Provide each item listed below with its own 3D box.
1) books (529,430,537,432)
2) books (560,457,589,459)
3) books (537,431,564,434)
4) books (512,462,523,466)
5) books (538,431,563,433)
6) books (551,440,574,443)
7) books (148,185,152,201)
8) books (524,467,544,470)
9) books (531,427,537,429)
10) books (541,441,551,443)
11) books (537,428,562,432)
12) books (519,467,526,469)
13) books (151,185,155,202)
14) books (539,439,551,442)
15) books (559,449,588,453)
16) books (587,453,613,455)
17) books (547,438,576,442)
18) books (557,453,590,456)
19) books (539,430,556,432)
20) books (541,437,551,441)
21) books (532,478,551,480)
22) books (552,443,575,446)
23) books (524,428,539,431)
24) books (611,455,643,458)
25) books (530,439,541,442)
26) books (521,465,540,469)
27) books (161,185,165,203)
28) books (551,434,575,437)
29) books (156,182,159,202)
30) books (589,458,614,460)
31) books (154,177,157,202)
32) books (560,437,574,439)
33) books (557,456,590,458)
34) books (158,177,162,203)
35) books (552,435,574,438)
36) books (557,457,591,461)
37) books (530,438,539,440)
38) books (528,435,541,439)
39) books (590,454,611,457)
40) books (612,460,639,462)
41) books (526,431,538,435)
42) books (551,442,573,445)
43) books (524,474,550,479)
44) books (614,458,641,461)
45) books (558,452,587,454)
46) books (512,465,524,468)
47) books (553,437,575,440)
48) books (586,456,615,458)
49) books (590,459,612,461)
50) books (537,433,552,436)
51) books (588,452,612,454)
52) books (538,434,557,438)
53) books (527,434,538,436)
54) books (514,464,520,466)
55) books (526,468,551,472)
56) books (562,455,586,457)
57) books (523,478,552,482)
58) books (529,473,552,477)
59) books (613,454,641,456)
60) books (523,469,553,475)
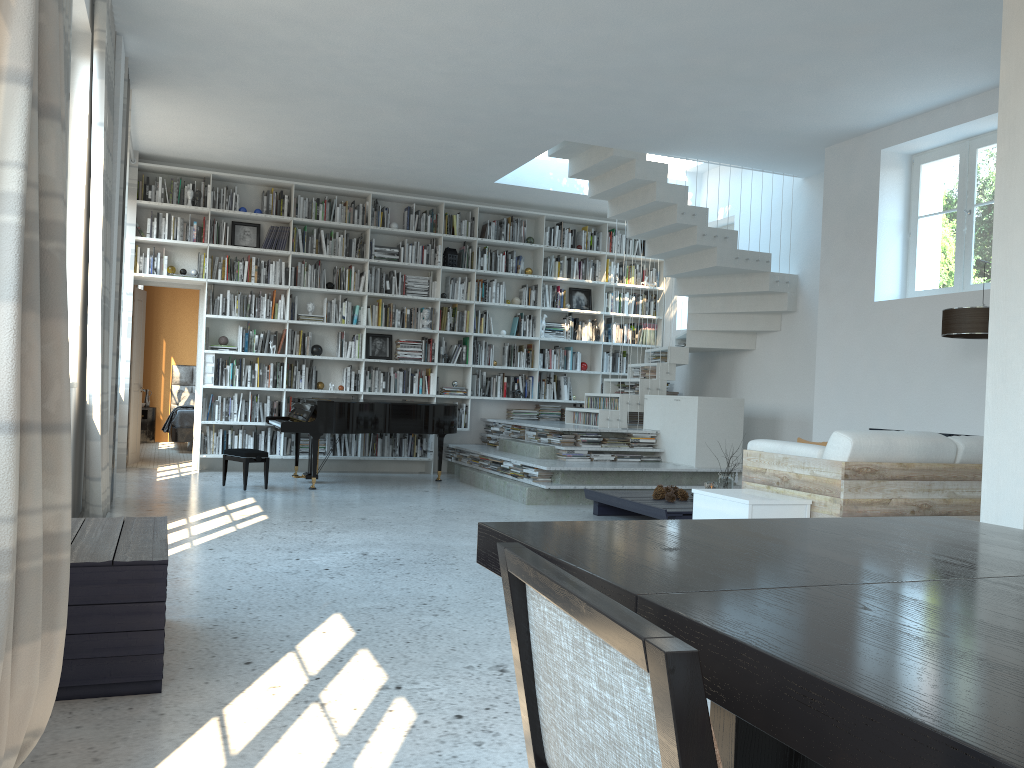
[{"bbox_3d":[0.288,0.494,9.317,0.145,0.017,0.208,3,-1,-26],"label":"books"},{"bbox_3d":[0.588,0.711,8.579,0.264,0.006,0.164,3,-1,-20],"label":"books"},{"bbox_3d":[0.390,0.499,9.029,0.168,0.013,0.281,3,-1,-24],"label":"books"},{"bbox_3d":[0.122,0.746,8.310,0.182,0.016,0.256,3,-1,-18],"label":"books"},{"bbox_3d":[0.391,0.489,9.029,0.171,0.007,0.260,3,-1,-23],"label":"books"},{"bbox_3d":[0.500,0.571,8.776,0.152,0.015,0.208,3,-1,-24],"label":"books"},{"bbox_3d":[-3.736,-1.942,9.155,0.028,0.186,0.182,2,0,-21],"label":"books"},{"bbox_3d":[0.233,0.762,8.027,0.176,0.010,0.266,3,-1,-25],"label":"books"},{"bbox_3d":[0.295,0.465,9.319,0.134,0.014,0.181,3,-1,-16],"label":"books"},{"bbox_3d":[0.396,0.591,9.033,0.142,0.020,0.230,3,-1,-16],"label":"books"},{"bbox_3d":[0.379,0.466,9.024,0.189,0.022,0.237,3,-1,-16],"label":"books"},{"bbox_3d":[0.142,0.783,8.319,0.133,0.009,0.210,3,-1,-17],"label":"books"},{"bbox_3d":[-3.718,-1.946,9.189,0.031,0.195,0.145,2,0,-21],"label":"books"},{"bbox_3d":[0.392,0.578,9.031,0.154,0.007,0.292,3,-1,-18],"label":"books"},{"bbox_3d":[0.592,0.649,8.575,0.234,0.025,0.157,3,-1,-26],"label":"books"},{"bbox_3d":[0.851,0.684,8.688,0.242,0.005,0.152,3,-1,-20],"label":"books"},{"bbox_3d":[0.489,0.551,8.771,0.185,0.014,0.297,3,-1,-22],"label":"books"},{"bbox_3d":[0.590,0.677,8.576,0.292,0.012,0.159,3,-1,-18],"label":"books"},{"bbox_3d":[0.391,0.481,9.029,0.170,0.008,0.208,3,-1,-18],"label":"books"},{"bbox_3d":[0.398,0.560,9.033,0.155,0.028,0.189,3,-1,-20],"label":"books"},{"bbox_3d":[0.258,0.854,8.038,0.132,0.014,0.205,3,-1,-21],"label":"books"},{"bbox_3d":[0.508,0.597,8.780,0.144,0.009,0.249,3,-1,-21],"label":"books"},{"bbox_3d":[0.267,0.478,9.308,0.192,0.014,0.256,3,-1,-25],"label":"books"},{"bbox_3d":[1.122,0.714,8.774,0.287,0.018,0.190,3,-1,-22],"label":"books"},{"bbox_3d":[0.287,0.592,9.319,0.132,0.016,0.262,3,-1,-16],"label":"books"},{"bbox_3d":[0.227,0.750,8.024,0.192,0.014,0.256,3,-1,-25],"label":"books"},{"bbox_3d":[-3.622,-1.947,9.197,0.030,0.206,0.175,2,0,-21],"label":"books"},{"bbox_3d":[0.506,0.506,8.777,0.149,0.014,0.228,3,-1,-23],"label":"books"},{"bbox_3d":[-3.679,-1.960,9.195,0.024,0.227,0.157,2,0,-21],"label":"books"},{"bbox_3d":[0.855,0.726,8.673,0.232,0.019,0.169,3,-1,-26],"label":"books"},{"bbox_3d":[-3.691,-1.988,9.181,0.010,0.281,0.160,2,0,-21],"label":"books"},{"bbox_3d":[0.533,0.529,8.788,0.091,0.011,0.190,3,-1,-23],"label":"books"},{"bbox_3d":[0.588,0.704,8.578,0.285,0.008,0.159,3,-1,-23],"label":"books"},{"bbox_3d":[-3.650,-1.987,9.195,0.028,0.283,0.189,2,0,-21],"label":"books"},{"bbox_3d":[0.508,0.518,8.778,0.132,0.009,0.269,3,-1,-17],"label":"books"},{"bbox_3d":[0.594,0.726,8.560,0.262,0.023,0.200,3,-1,-23],"label":"books"},{"bbox_3d":[0.296,0.578,9.322,0.136,0.013,0.258,3,-1,-21],"label":"books"},{"bbox_3d":[0.281,0.558,9.316,0.167,0.024,0.192,3,-1,-20],"label":"books"},{"bbox_3d":[0.849,0.695,8.694,0.211,0.018,0.134,3,-1,-18],"label":"books"},{"bbox_3d":[1.112,0.759,8.796,0.249,0.009,0.144,3,-1,-22],"label":"books"},{"bbox_3d":[0.277,0.517,9.313,0.174,0.029,0.250,3,-1,-23],"label":"books"},{"bbox_3d":[0.494,0.585,8.774,0.161,0.014,0.212,3,-1,-17],"label":"books"},{"bbox_3d":[0.225,0.836,8.025,0.187,0.017,0.205,3,-1,-16],"label":"books"},{"bbox_3d":[1.120,0.745,8.777,0.250,0.018,0.177,3,-1,-18],"label":"books"},{"bbox_3d":[0.586,0.666,8.588,0.257,0.010,0.132,3,-1,-17],"label":"books"},{"bbox_3d":[0.130,0.775,8.314,0.175,0.006,0.251,3,-1,-21],"label":"books"},{"bbox_3d":[0.512,0.539,8.780,0.137,0.012,0.242,3,-1,-20],"label":"books"},{"bbox_3d":[0.852,0.710,8.683,0.272,0.012,0.158,3,-1,-23],"label":"books"},{"bbox_3d":[0.849,0.743,8.687,0.208,0.015,0.152,3,-1,-23],"label":"books"},{"bbox_3d":[0.387,0.515,9.028,0.187,0.009,0.250,3,-1,-21],"label":"books"},{"bbox_3d":[0.851,0.675,8.690,0.220,0.013,0.149,3,-1,-22],"label":"books"},{"bbox_3d":[0.391,0.533,9.030,0.177,0.026,0.230,3,-1,-21],"label":"books"},{"bbox_3d":[0.271,0.538,9.311,0.178,0.015,0.187,3,-1,-16],"label":"books"},{"bbox_3d":[0.122,0.759,8.310,0.178,0.010,0.196,3,-1,-16],"label":"books"},{"bbox_3d":[0.239,0.775,8.029,0.165,0.015,0.243,3,-1,-17],"label":"books"},{"bbox_3d":[0.591,0.690,8.572,0.210,0.012,0.168,3,-1,-17],"label":"books"},{"bbox_3d":[0.229,0.868,8.028,0.184,0.017,0.230,3,-1,-19],"label":"books"},{"bbox_3d":[0.255,0.820,8.037,0.137,0.019,0.224,3,-1,-20],"label":"books"},{"bbox_3d":[1.112,0.700,8.780,0.275,0.009,0.176,3,-1,-21],"label":"books"},{"bbox_3d":[0.238,0.796,8.029,0.156,0.027,0.287,3,-1,-26],"label":"books"}]
